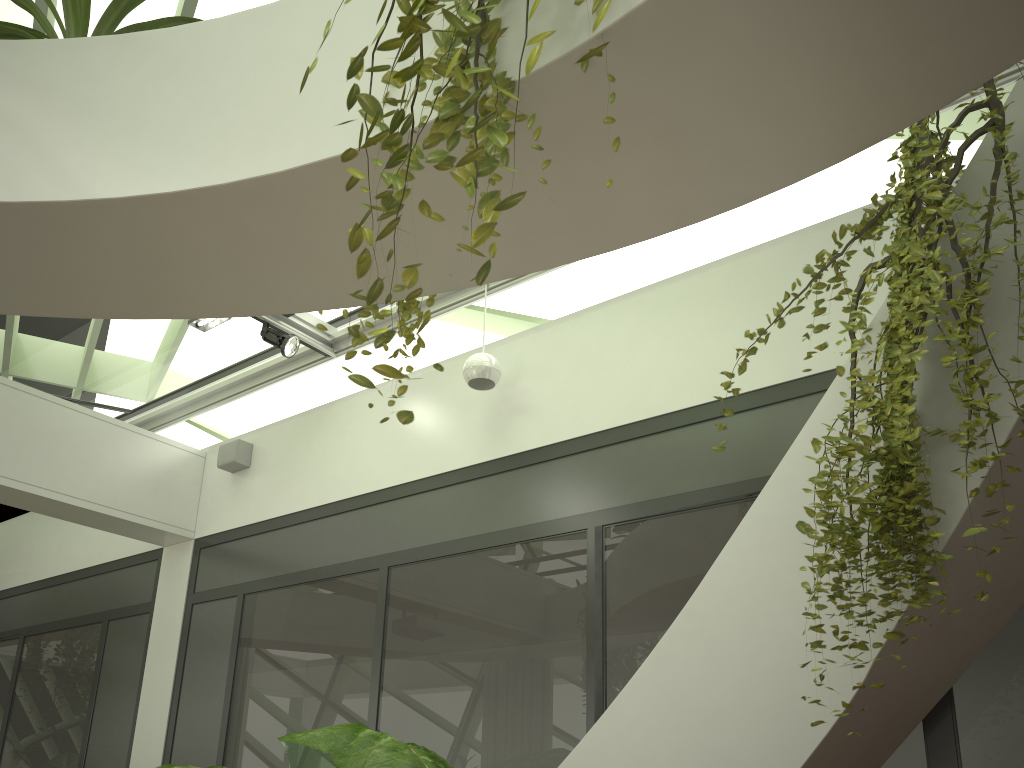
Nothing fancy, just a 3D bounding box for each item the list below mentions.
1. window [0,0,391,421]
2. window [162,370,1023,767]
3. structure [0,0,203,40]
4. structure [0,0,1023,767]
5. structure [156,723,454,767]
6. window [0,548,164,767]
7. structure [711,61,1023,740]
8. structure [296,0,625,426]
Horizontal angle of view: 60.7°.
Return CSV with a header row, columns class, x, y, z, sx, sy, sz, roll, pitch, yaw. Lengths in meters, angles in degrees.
class,x,y,z,sx,sy,sz,roll,pitch,yaw
window,-5.019,-0.829,5.526,17.020,0.052,5.901,-18,-32,35
window,0.402,1.724,3.997,7.221,3.088,0.052,-17,-26,35
structure,-3.316,-0.409,2.726,4.622,2.205,1.524,1,-21,1
structure,-1.447,0.583,1.832,24.937,4.022,6.102,-22,-33,40
structure,-3.858,3.113,5.678,9.058,1.635,1.847,-18,-29,35
window,-5.566,3.669,8.412,7.312,3.088,0.052,-17,-26,35
structure,1.193,-0.021,2.617,0.629,2.012,1.095,17,-25,-37
structure,0.086,-1.112,0.510,1.229,1.762,3.390,1,-24,3
